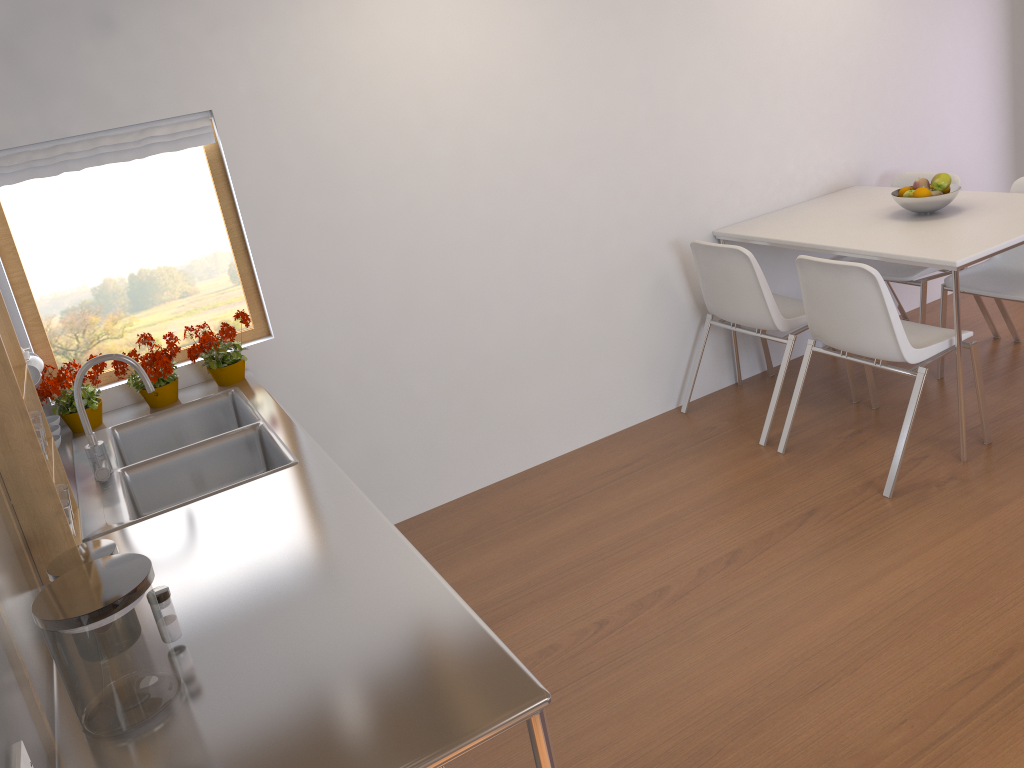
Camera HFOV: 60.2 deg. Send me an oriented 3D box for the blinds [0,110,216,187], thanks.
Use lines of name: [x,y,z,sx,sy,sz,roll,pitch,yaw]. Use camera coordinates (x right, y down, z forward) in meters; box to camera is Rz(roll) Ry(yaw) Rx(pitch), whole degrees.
blinds: [-1.295,-0.737,2.776,0.731,0.109,0.048,-20,19,-24]

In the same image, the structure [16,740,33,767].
structure: [-0.579,0.497,1.059,0.011,0.069,0.144,-18,21,-23]

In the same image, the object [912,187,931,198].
object: [1.608,-0.738,3.469,0.068,0.066,0.069,4,24,39]

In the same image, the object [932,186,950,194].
object: [1.719,-0.778,3.542,0.068,0.066,0.069,4,24,39]

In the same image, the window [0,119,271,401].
window: [-1.252,-0.429,2.906,0.731,0.779,0.026,-19,18,-24]

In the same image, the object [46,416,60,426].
object: [-1.179,0.041,2.189,0.074,0.179,0.076,-9,17,7]

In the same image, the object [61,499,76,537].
object: [-0.950,0.291,1.854,0.061,0.075,0.062,3,23,37]

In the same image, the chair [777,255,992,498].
chair: [1.316,-0.124,3.208,0.552,0.769,0.538,-19,19,-23]

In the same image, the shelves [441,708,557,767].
shelves: [-0.639,0.665,2.139,0.638,0.737,2.120,-19,21,-23]

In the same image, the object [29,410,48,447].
object: [-1.030,0.104,1.896,0.061,0.075,0.062,3,23,37]

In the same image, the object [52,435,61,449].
object: [-1.100,0.081,2.040,0.074,0.179,0.076,-9,17,7]

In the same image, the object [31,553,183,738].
object: [-0.613,0.402,1.363,0.172,0.211,0.175,-14,18,-10]

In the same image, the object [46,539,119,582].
object: [-0.723,0.379,1.543,0.113,0.173,0.115,-12,17,-4]

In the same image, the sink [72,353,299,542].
sink: [-0.950,0.194,2.426,0.568,0.627,0.820,-19,20,-23]

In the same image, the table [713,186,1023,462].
table: [1.628,-0.340,3.692,0.907,0.727,1.225,-19,21,-23]

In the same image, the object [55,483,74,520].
object: [-0.998,0.267,1.945,0.061,0.075,0.062,3,23,37]

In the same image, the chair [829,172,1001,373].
chair: [1.830,-0.550,4.095,0.552,0.769,0.538,-19,19,-23]

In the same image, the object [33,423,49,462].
object: [-0.982,0.128,1.806,0.061,0.075,0.062,3,23,37]

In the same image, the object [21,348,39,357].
object: [-1.422,-0.073,2.598,0.063,0.078,0.060,-19,19,-23]

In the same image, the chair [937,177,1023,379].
chair: [2.105,-0.412,3.577,0.552,0.769,0.538,-19,19,-23]

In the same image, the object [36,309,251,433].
object: [-1.159,-0.039,2.836,0.694,0.230,0.236,-20,20,-23]

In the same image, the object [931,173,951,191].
object: [1.692,-0.798,3.486,0.078,0.068,0.071,-19,20,-23]

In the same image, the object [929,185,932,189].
object: [1.677,-0.776,3.596,0.078,0.068,0.071,-19,20,-23]

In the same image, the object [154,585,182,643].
object: [-0.594,0.396,1.515,0.037,0.090,0.038,-14,17,-9]

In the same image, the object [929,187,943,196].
object: [1.669,-0.735,3.506,0.080,0.087,0.080,-3,20,23]

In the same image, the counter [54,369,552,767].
counter: [-0.710,0.301,2.031,0.655,0.021,2.137,-20,22,-22]

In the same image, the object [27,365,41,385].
object: [-1.342,-0.033,2.448,0.063,0.078,0.060,-19,19,-23]

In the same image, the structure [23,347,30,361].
structure: [-1.397,-0.087,2.515,0.042,0.031,0.254,-19,21,-23]

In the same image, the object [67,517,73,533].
object: [-0.902,0.316,1.764,0.061,0.075,0.062,-15,18,-12]

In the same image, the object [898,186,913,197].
object: [1.608,-0.770,3.596,0.067,0.065,0.069,-5,19,18]

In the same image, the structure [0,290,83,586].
structure: [-0.997,0.088,1.790,0.077,0.534,0.332,-18,19,-23]

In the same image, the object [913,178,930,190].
object: [1.642,-0.794,3.545,0.061,0.065,0.065,-7,19,13]

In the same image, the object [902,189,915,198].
object: [1.599,-0.743,3.536,0.070,0.076,0.070,-7,18,12]

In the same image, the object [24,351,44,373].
object: [-1.381,-0.055,2.532,0.063,0.079,0.060,-17,18,-17]

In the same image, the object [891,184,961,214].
object: [1.659,-0.732,3.544,0.254,0.089,0.261,-5,20,17]

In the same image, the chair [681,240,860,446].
chair: [1.041,-0.262,3.726,0.552,0.769,0.538,-19,19,-23]

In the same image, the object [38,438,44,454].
object: [-0.934,0.152,1.715,0.061,0.075,0.062,-15,18,-12]

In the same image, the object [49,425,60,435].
object: [-1.139,0.061,2.114,0.074,0.179,0.076,-9,17,7]
